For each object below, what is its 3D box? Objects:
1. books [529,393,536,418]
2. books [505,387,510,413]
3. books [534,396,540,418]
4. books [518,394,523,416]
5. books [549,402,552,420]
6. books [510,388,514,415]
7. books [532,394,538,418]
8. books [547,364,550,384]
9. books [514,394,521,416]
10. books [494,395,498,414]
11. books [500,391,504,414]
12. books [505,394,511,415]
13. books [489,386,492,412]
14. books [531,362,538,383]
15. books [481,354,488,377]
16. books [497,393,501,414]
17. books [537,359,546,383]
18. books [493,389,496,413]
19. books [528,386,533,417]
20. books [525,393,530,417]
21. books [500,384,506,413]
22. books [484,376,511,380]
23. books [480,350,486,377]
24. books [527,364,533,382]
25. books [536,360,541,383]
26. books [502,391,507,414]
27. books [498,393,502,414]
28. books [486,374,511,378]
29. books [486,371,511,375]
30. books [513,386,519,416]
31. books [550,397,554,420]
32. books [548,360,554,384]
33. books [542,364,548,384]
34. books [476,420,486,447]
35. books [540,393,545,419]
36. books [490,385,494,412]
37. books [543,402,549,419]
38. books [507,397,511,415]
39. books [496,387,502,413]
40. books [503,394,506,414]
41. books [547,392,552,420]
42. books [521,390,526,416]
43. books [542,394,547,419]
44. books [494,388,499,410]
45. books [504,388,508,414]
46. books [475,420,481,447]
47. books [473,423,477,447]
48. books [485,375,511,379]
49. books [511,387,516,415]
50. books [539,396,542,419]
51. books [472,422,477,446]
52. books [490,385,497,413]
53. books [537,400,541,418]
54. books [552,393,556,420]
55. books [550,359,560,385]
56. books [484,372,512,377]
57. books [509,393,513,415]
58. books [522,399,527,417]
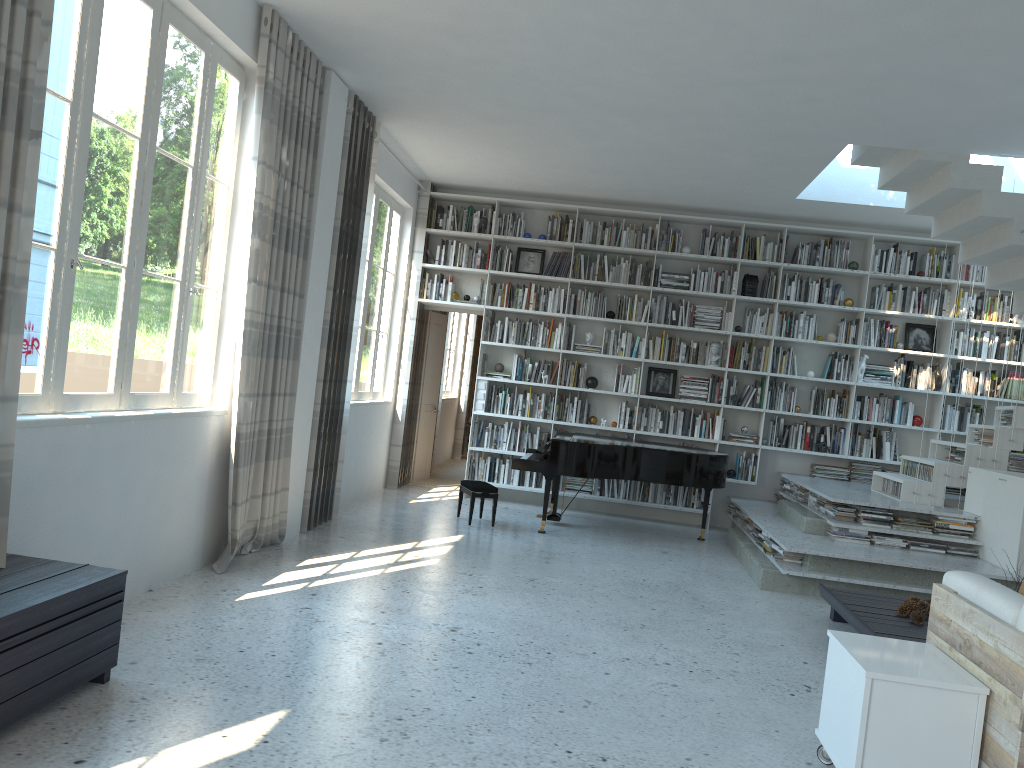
[{"bbox_3d":[0.213,0.221,9.320,0.028,0.260,0.181,7,1,6],"label":"books"},{"bbox_3d":[-0.047,0.178,9.343,0.007,0.286,0.182,7,1,6],"label":"books"},{"bbox_3d":[0.267,0.243,9.333,0.025,0.229,0.153,7,1,6],"label":"books"},{"bbox_3d":[0.099,0.223,9.343,0.027,0.230,0.159,7,1,6],"label":"books"},{"bbox_3d":[0.411,0.281,9.331,0.023,0.187,0.130,7,1,6],"label":"books"},{"bbox_3d":[0.012,0.178,9.375,0.009,0.299,0.141,7,1,6],"label":"books"},{"bbox_3d":[0.240,0.230,9.321,0.028,0.249,0.159,7,1,6],"label":"books"},{"bbox_3d":[0.382,-0.102,9.312,0.027,0.209,0.143,7,1,6],"label":"books"},{"bbox_3d":[0.065,0.219,9.363,0.045,0.230,0.138,7,1,6],"label":"books"},{"bbox_3d":[-0.156,0.215,9.348,0.019,0.189,0.193,7,1,6],"label":"books"},{"bbox_3d":[-0.092,0.195,9.362,0.014,0.243,0.171,7,1,6],"label":"books"},{"bbox_3d":[-0.040,0.213,9.349,0.015,0.219,0.190,7,1,6],"label":"books"},{"bbox_3d":[-0.219,0.159,9.391,0.008,0.285,0.159,7,1,6],"label":"books"},{"bbox_3d":[0.240,-0.121,9.340,0.056,0.214,0.142,7,1,6],"label":"books"},{"bbox_3d":[-0.295,-0.197,9.387,0.028,0.243,0.156,7,1,6],"label":"books"},{"bbox_3d":[-0.128,0.203,9.372,0.015,0.218,0.176,7,1,6],"label":"books"},{"bbox_3d":[0.311,-0.133,9.317,0.060,0.255,0.158,7,1,6],"label":"books"},{"bbox_3d":[-0.176,0.178,9.386,0.022,0.257,0.141,7,1,6],"label":"books"},{"bbox_3d":[0.193,0.188,9.330,0.021,0.323,0.172,7,1,6],"label":"books"},{"bbox_3d":[0.168,0.219,9.335,0.026,0.254,0.176,7,1,6],"label":"books"},{"bbox_3d":[-0.098,0.158,9.365,0.006,0.315,0.145,7,1,6],"label":"books"},{"bbox_3d":[-0.146,-0.064,9.374,0.285,0.012,0.159,7,0,9],"label":"books"},{"bbox_3d":[-0.311,-0.220,9.399,0.012,0.285,0.159,7,1,6],"label":"books"},{"bbox_3d":[0.193,-0.114,9.311,0.029,0.190,0.189,7,1,6],"label":"books"},{"bbox_3d":[0.276,-0.131,9.335,0.013,0.242,0.141,7,1,6],"label":"books"},{"bbox_3d":[-0.082,0.195,9.347,0.009,0.244,0.184,7,1,6],"label":"books"},{"bbox_3d":[-0.115,0.205,9.358,0.015,0.217,0.180,7,1,6],"label":"books"},{"bbox_3d":[-0.143,-0.088,9.374,0.254,0.012,0.161,7,0,3],"label":"books"},{"bbox_3d":[-0.140,-0.112,9.378,0.254,0.012,0.161,7,0,7],"label":"books"},{"bbox_3d":[0.039,0.178,9.348,0.012,0.306,0.189,7,1,6],"label":"books"},{"bbox_3d":[0.427,0.256,9.302,0.010,0.240,0.174,7,1,6],"label":"books"},{"bbox_3d":[0.409,-0.120,9.312,0.021,0.251,0.154,7,1,6],"label":"books"},{"bbox_3d":[0.353,-0.104,9.305,0.030,0.207,0.172,7,1,6],"label":"books"},{"bbox_3d":[-0.327,0.523,9.383,0.052,0.283,0.172,7,1,6],"label":"books"},{"bbox_3d":[0.323,0.232,9.308,0.021,0.265,0.185,7,1,6],"label":"books"},{"bbox_3d":[-0.207,0.158,9.388,0.016,0.289,0.152,7,1,6],"label":"books"},{"bbox_3d":[0.363,0.278,9.323,0.041,0.181,0.141,7,1,6],"label":"books"},{"bbox_3d":[-0.026,0.230,9.343,0.016,0.189,0.183,7,1,6],"label":"books"},{"bbox_3d":[-0.136,0.171,9.366,0.008,0.280,0.164,7,1,6],"label":"books"},{"bbox_3d":[-0.068,0.213,9.378,0.016,0.211,0.146,7,1,6],"label":"books"},{"bbox_3d":[0.394,0.229,9.299,0.014,0.286,0.179,7,1,6],"label":"books"},{"bbox_3d":[0.122,0.200,9.339,0.014,0.282,0.150,7,1,6],"label":"books"},{"bbox_3d":[0.341,0.236,9.325,0.013,0.260,0.142,7,1,6],"label":"books"},{"bbox_3d":[-0.163,0.176,9.365,0.007,0.264,0.176,7,1,6],"label":"books"},{"bbox_3d":[-0.053,0.182,9.367,0.009,0.278,0.157,7,1,6],"label":"books"},{"bbox_3d":[-0.359,0.522,9.378,0.011,0.277,0.189,7,1,6],"label":"books"},{"bbox_3d":[-0.379,0.539,9.396,0.029,0.239,0.154,7,1,6],"label":"books"},{"bbox_3d":[-0.144,-0.076,9.378,0.254,0.012,0.161,7,0,7],"label":"books"},{"bbox_3d":[0.022,0.179,9.337,0.019,0.300,0.180,7,1,6],"label":"books"},{"bbox_3d":[0.308,0.239,9.327,0.010,0.246,0.160,7,1,6],"label":"books"},{"bbox_3d":[-0.397,0.529,9.412,0.012,0.254,0.161,7,1,6],"label":"books"},{"bbox_3d":[-0.193,0.157,9.379,0.014,0.294,0.171,7,1,6],"label":"books"},{"bbox_3d":[0.289,0.263,9.334,0.023,0.194,0.140,7,1,6],"label":"books"},{"bbox_3d":[0.449,0.239,9.322,0.024,0.280,0.136,7,1,6],"label":"books"},{"bbox_3d":[0.456,-0.127,9.267,0.082,0.276,0.228,7,1,6],"label":"books"},{"bbox_3d":[-0.142,-0.100,9.371,0.285,0.012,0.159,7,0,10],"label":"books"},{"bbox_3d":[-0.004,0.211,9.375,0.016,0.230,0.136,7,1,6],"label":"books"},{"bbox_3d":[0.136,0.252,9.328,0.029,0.181,0.190,7,1,6],"label":"books"}]
